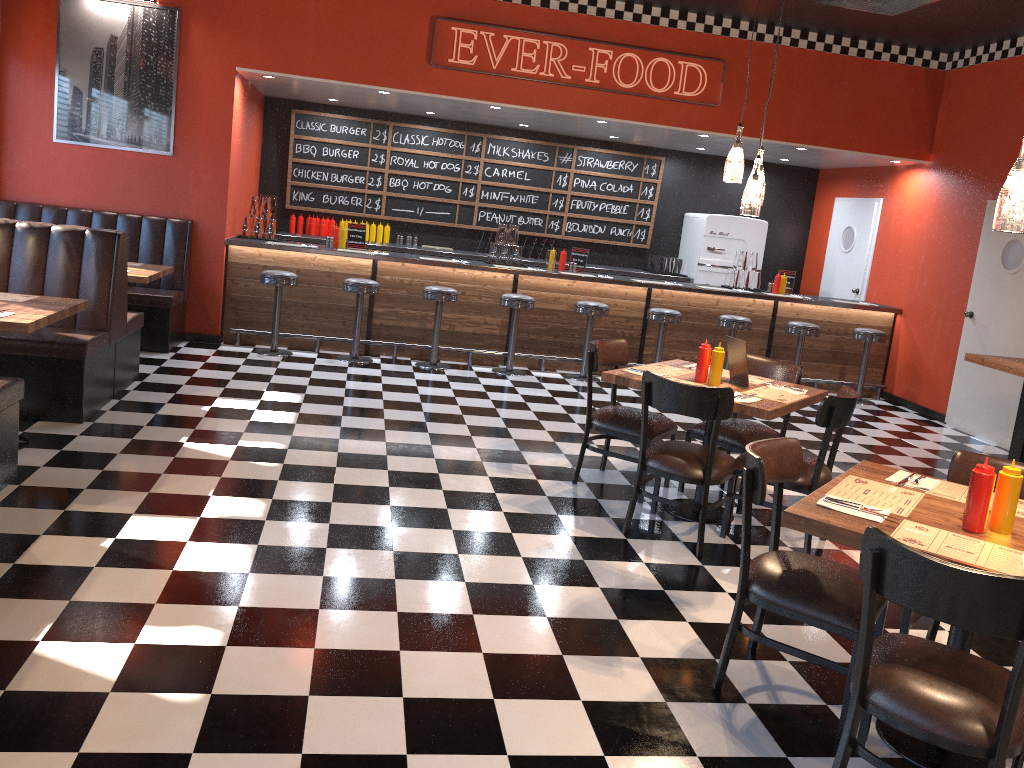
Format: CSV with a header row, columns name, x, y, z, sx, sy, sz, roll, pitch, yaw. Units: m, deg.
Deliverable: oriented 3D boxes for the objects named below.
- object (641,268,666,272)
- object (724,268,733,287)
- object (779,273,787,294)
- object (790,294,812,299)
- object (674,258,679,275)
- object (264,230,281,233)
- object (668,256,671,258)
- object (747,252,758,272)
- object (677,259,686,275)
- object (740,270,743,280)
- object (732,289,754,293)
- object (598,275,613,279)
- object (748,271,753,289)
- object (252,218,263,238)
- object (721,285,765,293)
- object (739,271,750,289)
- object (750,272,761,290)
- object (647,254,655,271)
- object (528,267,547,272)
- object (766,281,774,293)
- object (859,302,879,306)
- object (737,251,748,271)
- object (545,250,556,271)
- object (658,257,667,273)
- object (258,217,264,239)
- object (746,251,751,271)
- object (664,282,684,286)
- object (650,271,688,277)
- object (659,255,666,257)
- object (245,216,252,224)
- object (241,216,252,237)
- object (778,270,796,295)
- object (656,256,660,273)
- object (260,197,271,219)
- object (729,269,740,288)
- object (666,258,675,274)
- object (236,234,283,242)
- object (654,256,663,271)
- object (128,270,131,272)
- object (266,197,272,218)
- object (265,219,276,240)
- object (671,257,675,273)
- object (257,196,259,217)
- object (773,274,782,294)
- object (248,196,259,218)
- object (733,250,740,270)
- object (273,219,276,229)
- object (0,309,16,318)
name,x,y,z,sx,sy,sz,roll,pitch,yaw
object,1.885,-1.428,11.268,0.436,0.018,0.275,5,11,-10
object,2.409,-1.169,9.785,0.106,0.207,0.105,13,11,34
object,2.975,-1.104,9.719,0.068,0.236,0.068,-1,12,-41
object,3.120,-0.950,9.595,0.157,0.019,0.257,4,12,-15
object,2.059,-1.454,11.015,0.106,0.207,0.105,13,11,34
object,-2.858,-1.793,10.343,0.272,0.018,0.440,5,11,-10
object,2.030,-1.525,11.352,0.106,0.207,0.105,13,11,34
object,2.630,-1.332,9.665,0.106,0.207,0.105,13,11,34
object,2.084,-1.429,10.904,0.106,0.207,0.105,13,11,34
object,2.524,-1.157,9.793,0.106,0.207,0.105,13,11,34
object,2.454,-0.998,9.449,0.157,0.019,0.257,4,12,-14
object,0.968,-1.109,9.146,0.157,0.019,0.257,8,11,5
object,2.640,-1.148,9.814,0.106,0.207,0.105,13,11,34
object,-2.520,-1.541,8.792,0.105,0.207,0.106,2,10,-25
object,2.543,-1.051,9.764,0.436,0.018,0.275,5,11,-10
object,2.548,-1.134,9.688,0.106,0.207,0.105,13,11,34
object,2.669,-1.122,9.702,0.106,0.207,0.105,13,11,34
object,1.765,-1.540,11.272,0.106,0.207,0.105,13,11,34
object,0.254,-1.172,9.045,0.157,0.019,0.257,4,12,-14
object,2.860,-1.073,9.766,0.093,0.135,0.047,4,9,-15
object,3.916,-0.886,9.735,0.157,0.019,0.257,7,11,0
object,2.513,-1.344,9.656,0.106,0.207,0.105,13,11,34
object,0.397,-1.278,9.175,0.106,0.207,0.105,13,11,34
object,1.841,-1.450,10.865,0.106,0.207,0.105,13,11,34
object,-2.545,-1.565,8.897,0.105,0.207,0.106,2,10,-25
object,2.607,-1.356,9.773,0.106,0.207,0.105,13,11,34
object,1.699,-1.058,9.312,0.157,0.019,0.257,5,11,-9
object,1.940,-1.363,10.974,0.436,0.018,0.275,5,11,-10
object,1.902,-1.531,11.307,0.106,0.207,0.105,13,11,34
object,-2.660,-1.577,8.889,0.105,0.207,0.106,2,10,-25
object,-2.629,-1.552,8.783,0.105,0.207,0.106,2,10,-25
object,3.037,-1.132,9.845,0.189,0.255,0.072,11,10,25
object,1.835,-1.472,10.972,0.106,0.207,0.105,13,11,34
object,-2.438,-1.740,8.769,0.105,0.207,0.106,2,10,-25
object,2.439,-1.144,9.679,0.106,0.207,0.105,13,11,34
object,1.951,-1.450,10.933,0.106,0.207,0.105,13,11,34
object,-2.525,-1.459,8.868,0.436,0.018,0.275,5,11,-10
object,1.844,-1.512,11.180,0.106,0.207,0.105,13,11,34
object,-3.037,-0.880,6.833,0.157,0.019,0.257,4,11,-11
object,-2.461,-1.764,8.877,0.105,0.207,0.106,2,10,-25
object,-2.399,-1.530,8.806,0.105,0.207,0.106,2,10,-25
object,2.043,-1.499,11.228,0.106,0.207,0.105,13,11,34
object,-2.574,-1.772,8.848,0.105,0.207,0.106,2,10,-25
object,2.897,-1.102,9.667,0.068,0.236,0.068,10,10,20
object,-2.555,-1.752,8.760,0.105,0.207,0.106,2,10,-25
object,2.495,-1.364,9.744,0.106,0.207,0.105,13,11,34
object,-2.428,-1.556,8.918,0.105,0.207,0.106,2,10,-25
object,-2.624,-0.361,4.480,0.157,0.019,0.257,6,11,-4
